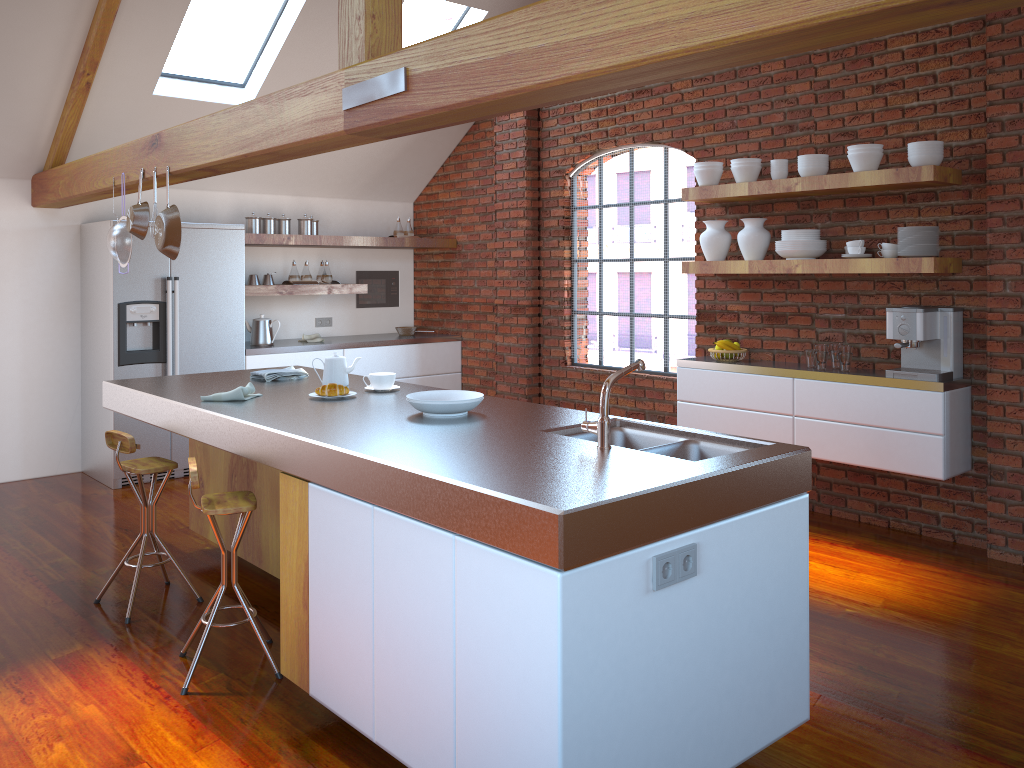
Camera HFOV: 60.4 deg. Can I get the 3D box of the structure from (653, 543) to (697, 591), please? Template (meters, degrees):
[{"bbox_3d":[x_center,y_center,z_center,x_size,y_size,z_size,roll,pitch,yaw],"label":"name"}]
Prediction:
[{"bbox_3d":[0.391,0.443,2.149,0.160,0.080,0.033,-5,4,-41],"label":"structure"}]

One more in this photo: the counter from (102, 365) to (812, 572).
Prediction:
[{"bbox_3d":[-0.550,0.149,3.390,1.027,0.130,3.154,-6,9,-41],"label":"counter"}]

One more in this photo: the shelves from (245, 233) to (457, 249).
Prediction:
[{"bbox_3d":[-1.445,-1.178,7.313,1.983,0.076,0.657,-7,10,-41],"label":"shelves"}]

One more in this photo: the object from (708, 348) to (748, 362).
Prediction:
[{"bbox_3d":[1.328,-0.179,5.413,0.235,0.071,0.237,0,7,6],"label":"object"}]

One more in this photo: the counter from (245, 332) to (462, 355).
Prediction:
[{"bbox_3d":[-1.419,-0.347,7.295,1.989,0.044,0.717,-7,10,-41],"label":"counter"}]

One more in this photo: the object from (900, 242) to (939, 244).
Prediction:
[{"bbox_3d":[2.083,-0.717,4.511,0.195,0.014,0.195,-4,8,-24],"label":"object"}]

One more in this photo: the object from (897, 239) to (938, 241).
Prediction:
[{"bbox_3d":[2.083,-0.731,4.511,0.195,0.014,0.195,-4,8,-24],"label":"object"}]

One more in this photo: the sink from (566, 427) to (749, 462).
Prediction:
[{"bbox_3d":[0.442,0.290,2.728,0.409,0.199,0.615,-5,8,-41],"label":"sink"}]

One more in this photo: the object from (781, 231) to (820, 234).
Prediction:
[{"bbox_3d":[1.644,-0.836,5.008,0.214,0.055,0.214,5,9,40],"label":"object"}]

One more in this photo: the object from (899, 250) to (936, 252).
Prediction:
[{"bbox_3d":[2.083,-0.675,4.511,0.195,0.014,0.195,-4,8,-24],"label":"object"}]

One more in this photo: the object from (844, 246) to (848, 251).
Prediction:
[{"bbox_3d":[1.898,-0.749,4.897,0.092,0.058,0.101,1,6,17],"label":"object"}]

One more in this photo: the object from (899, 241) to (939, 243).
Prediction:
[{"bbox_3d":[2.083,-0.722,4.511,0.195,0.014,0.195,-4,8,-24],"label":"object"}]

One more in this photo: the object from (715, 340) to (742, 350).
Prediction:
[{"bbox_3d":[1.326,-0.226,5.365,0.184,0.085,0.066,-1,3,-4],"label":"object"}]

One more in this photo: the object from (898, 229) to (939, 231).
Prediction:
[{"bbox_3d":[2.083,-0.782,4.511,0.195,0.014,0.195,-4,8,-24],"label":"object"}]

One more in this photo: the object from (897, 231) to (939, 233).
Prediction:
[{"bbox_3d":[2.083,-0.773,4.511,0.195,0.014,0.195,-4,8,-24],"label":"object"}]

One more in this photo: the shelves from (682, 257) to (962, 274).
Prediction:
[{"bbox_3d":[1.688,-0.668,5.002,0.338,0.076,1.541,-6,9,-41],"label":"shelves"}]

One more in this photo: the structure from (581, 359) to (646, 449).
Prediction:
[{"bbox_3d":[0.308,0.052,2.629,0.201,0.248,0.099,-3,2,-41],"label":"structure"}]

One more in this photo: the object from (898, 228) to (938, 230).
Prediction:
[{"bbox_3d":[2.083,-0.787,4.511,0.195,0.014,0.195,-4,8,-24],"label":"object"}]

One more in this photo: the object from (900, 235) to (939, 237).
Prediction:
[{"bbox_3d":[2.083,-0.754,4.511,0.195,0.014,0.195,-4,8,-24],"label":"object"}]

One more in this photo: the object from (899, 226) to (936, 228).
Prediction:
[{"bbox_3d":[2.082,-0.796,4.511,0.195,0.014,0.195,-4,8,-24],"label":"object"}]

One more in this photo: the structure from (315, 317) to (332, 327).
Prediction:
[{"bbox_3d":[-1.630,-0.534,7.597,0.160,0.080,0.033,-5,4,-41],"label":"structure"}]

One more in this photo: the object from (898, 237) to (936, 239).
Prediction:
[{"bbox_3d":[2.083,-0.740,4.511,0.195,0.014,0.195,-4,8,-24],"label":"object"}]

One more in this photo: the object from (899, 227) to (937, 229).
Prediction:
[{"bbox_3d":[2.083,-0.791,4.511,0.195,0.014,0.195,-4,8,-24],"label":"object"}]

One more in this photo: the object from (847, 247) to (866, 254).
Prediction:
[{"bbox_3d":[1.847,-0.710,4.720,0.092,0.047,0.099,5,8,43],"label":"object"}]

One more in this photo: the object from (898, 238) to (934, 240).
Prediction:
[{"bbox_3d":[2.083,-0.736,4.511,0.195,0.014,0.195,-4,8,-24],"label":"object"}]

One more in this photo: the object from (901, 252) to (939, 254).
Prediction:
[{"bbox_3d":[2.083,-0.666,4.511,0.195,0.014,0.195,-4,8,-24],"label":"object"}]

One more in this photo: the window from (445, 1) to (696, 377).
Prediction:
[{"bbox_3d":[4.759,-0.580,5.348,17.461,9.896,3.636,4,3,39],"label":"window"}]

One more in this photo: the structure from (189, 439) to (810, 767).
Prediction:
[{"bbox_3d":[-0.542,0.603,3.397,1.026,0.763,3.131,-4,8,-41],"label":"structure"}]

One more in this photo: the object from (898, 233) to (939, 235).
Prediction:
[{"bbox_3d":[2.083,-0.764,4.511,0.195,0.014,0.195,-4,8,-24],"label":"object"}]

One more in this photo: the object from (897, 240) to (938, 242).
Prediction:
[{"bbox_3d":[2.083,-0.726,4.511,0.195,0.014,0.195,-4,8,-24],"label":"object"}]

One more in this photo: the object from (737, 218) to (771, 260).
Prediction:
[{"bbox_3d":[1.445,-0.860,5.252,0.192,0.249,0.193,1,3,20],"label":"object"}]

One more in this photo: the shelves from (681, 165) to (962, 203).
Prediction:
[{"bbox_3d":[1.686,-1.122,5.002,0.338,0.076,1.541,-6,9,-41],"label":"shelves"}]

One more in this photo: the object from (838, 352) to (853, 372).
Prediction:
[{"bbox_3d":[1.810,-0.118,4.779,0.077,0.104,0.078,-2,3,-29],"label":"object"}]

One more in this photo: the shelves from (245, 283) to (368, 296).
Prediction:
[{"bbox_3d":[-1.785,-0.755,7.013,1.069,0.076,0.657,-7,9,-41],"label":"shelves"}]

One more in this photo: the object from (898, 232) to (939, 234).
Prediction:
[{"bbox_3d":[2.083,-0.768,4.511,0.195,0.014,0.195,-4,8,-24],"label":"object"}]

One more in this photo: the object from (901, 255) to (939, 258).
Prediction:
[{"bbox_3d":[2.083,-0.652,4.511,0.195,0.014,0.195,-4,8,-24],"label":"object"}]

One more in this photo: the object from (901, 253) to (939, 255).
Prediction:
[{"bbox_3d":[2.083,-0.662,4.511,0.195,0.014,0.195,-4,8,-24],"label":"object"}]

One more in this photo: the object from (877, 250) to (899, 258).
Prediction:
[{"bbox_3d":[2.010,-0.689,4.678,0.092,0.047,0.099,-1,6,-7],"label":"object"}]

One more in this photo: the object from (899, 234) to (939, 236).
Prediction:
[{"bbox_3d":[2.083,-0.759,4.511,0.195,0.014,0.195,-4,8,-24],"label":"object"}]

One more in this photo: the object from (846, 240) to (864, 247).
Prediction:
[{"bbox_3d":[1.841,-0.743,4.722,0.092,0.058,0.100,3,6,32],"label":"object"}]

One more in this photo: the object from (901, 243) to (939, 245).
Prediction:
[{"bbox_3d":[2.083,-0.713,4.511,0.195,0.014,0.195,-4,8,-24],"label":"object"}]

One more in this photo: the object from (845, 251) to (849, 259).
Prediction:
[{"bbox_3d":[1.904,-0.716,4.896,0.092,0.047,0.099,3,7,28],"label":"object"}]

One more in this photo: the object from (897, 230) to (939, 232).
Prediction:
[{"bbox_3d":[2.083,-0.778,4.511,0.195,0.014,0.195,-4,8,-24],"label":"object"}]

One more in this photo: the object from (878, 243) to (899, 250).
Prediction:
[{"bbox_3d":[2.015,-0.722,4.681,0.092,0.058,0.100,-2,6,-18],"label":"object"}]

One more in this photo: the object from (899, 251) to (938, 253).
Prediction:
[{"bbox_3d":[2.083,-0.670,4.511,0.195,0.014,0.195,-4,8,-24],"label":"object"}]

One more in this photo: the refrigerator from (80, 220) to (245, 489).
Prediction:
[{"bbox_3d":[-2.489,-0.261,6.311,0.913,1.771,0.782,-2,2,-41],"label":"refrigerator"}]

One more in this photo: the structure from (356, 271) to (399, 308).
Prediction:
[{"bbox_3d":[-1.212,-0.858,7.962,0.458,0.334,0.013,-4,3,-41],"label":"structure"}]
